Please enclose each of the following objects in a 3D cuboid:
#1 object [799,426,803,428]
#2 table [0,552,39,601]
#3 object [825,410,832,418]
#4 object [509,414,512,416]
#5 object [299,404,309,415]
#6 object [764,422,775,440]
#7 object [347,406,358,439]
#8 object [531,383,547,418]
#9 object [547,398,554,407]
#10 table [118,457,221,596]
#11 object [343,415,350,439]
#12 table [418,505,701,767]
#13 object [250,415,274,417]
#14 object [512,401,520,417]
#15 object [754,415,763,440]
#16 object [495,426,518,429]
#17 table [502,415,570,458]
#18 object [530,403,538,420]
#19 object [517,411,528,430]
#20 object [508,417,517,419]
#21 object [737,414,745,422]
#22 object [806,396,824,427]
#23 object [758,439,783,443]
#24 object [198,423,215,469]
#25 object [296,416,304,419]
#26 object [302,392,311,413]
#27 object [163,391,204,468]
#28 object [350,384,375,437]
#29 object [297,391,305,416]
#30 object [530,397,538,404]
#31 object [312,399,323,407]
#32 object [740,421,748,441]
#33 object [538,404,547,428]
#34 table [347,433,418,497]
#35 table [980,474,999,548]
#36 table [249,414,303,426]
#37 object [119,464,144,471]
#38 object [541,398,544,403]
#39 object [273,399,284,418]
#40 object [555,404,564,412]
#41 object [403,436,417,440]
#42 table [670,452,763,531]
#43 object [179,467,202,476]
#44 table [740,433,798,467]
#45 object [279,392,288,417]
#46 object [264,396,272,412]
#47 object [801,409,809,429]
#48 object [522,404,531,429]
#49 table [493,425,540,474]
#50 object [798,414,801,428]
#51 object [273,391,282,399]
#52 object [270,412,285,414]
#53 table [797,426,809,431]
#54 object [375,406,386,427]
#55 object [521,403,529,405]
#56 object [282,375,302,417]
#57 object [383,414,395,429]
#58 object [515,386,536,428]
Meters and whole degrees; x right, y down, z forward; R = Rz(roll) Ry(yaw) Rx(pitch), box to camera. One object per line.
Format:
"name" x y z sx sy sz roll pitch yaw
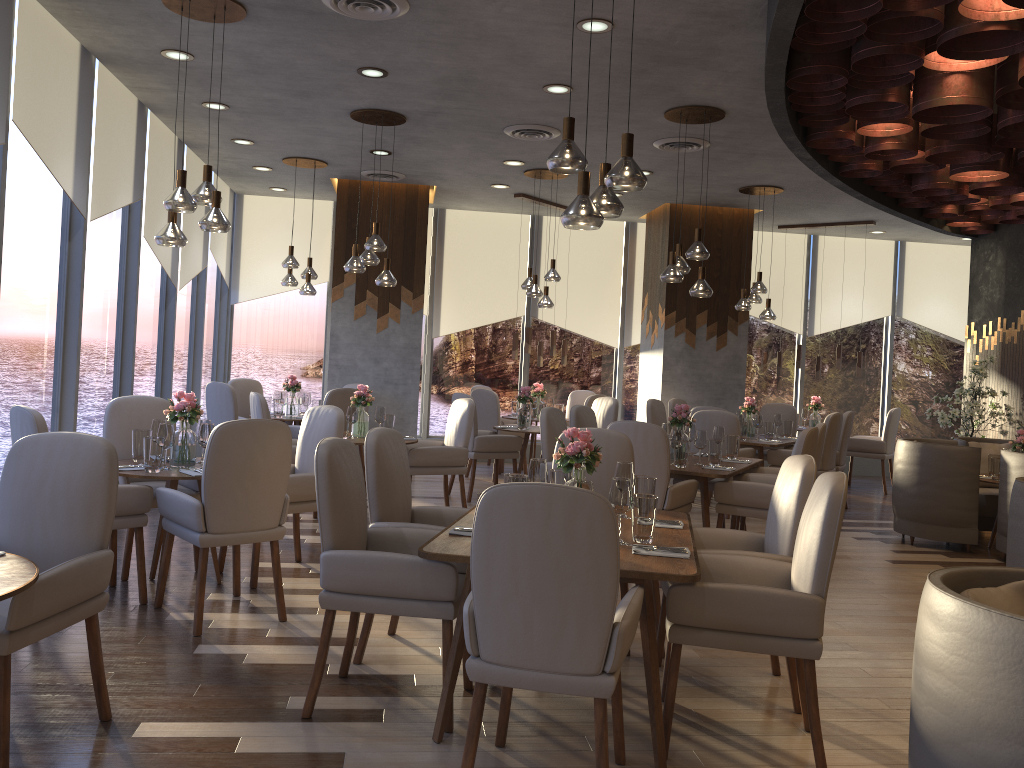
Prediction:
"object" 3.561 0.535 11.128 0.255 0.019 0.157 4 2 35
"table" -1.748 0.855 2.360 0.833 0.662 0.834 3 1 -5
"object" 3.894 0.445 10.901 0.092 0.244 0.092 3 0 -17
"object" 0.090 0.375 10.601 0.255 0.019 0.157 4 2 35
"object" -2.124 0.227 9.049 0.102 0.178 0.102 3 0 19
"object" 2.539 0.467 8.746 0.102 0.178 0.102 3 0 -17
"object" -1.246 0.299 6.901 0.092 0.244 0.092 3 0 -21
"object" 0.309 0.192 10.435 0.210 0.416 0.198 3 0 5
"object" 0.447 0.286 10.370 0.092 0.244 0.092 3 0 42
"table" -1.820 0.781 4.860 0.833 0.662 0.834 3 1 -8
"object" -1.301 0.331 6.805 0.102 0.178 0.102 3 0 32
"table" 0.230 0.918 3.585 0.965 0.666 1.307 3 1 10
"object" -2.401 0.305 8.611 0.157 0.019 0.255 4 2 44
"object" 0.042 0.297 10.443 0.102 0.178 0.102 3 0 31
"object" 2.432 0.429 8.745 0.092 0.244 0.092 3 0 -11
"object" -0.033 0.422 8.689 0.255 0.019 0.157 2 2 -33
"table" 0.279 0.731 10.403 0.834 0.662 0.834 3 1 13
"object" 0.248 0.315 10.157 0.102 0.178 0.102 3 0 -27
"object" 0.099 0.352 8.583 0.102 0.178 0.102 3 0 -27
"object" 0.087 0.385 10.213 0.157 0.019 0.255 4 2 37
"object" 2.236 0.420 8.704 0.092 0.244 0.092 3 0 -5
"object" 3.710 0.353 10.829 0.197 0.416 0.210 3 0 -30
"object" 2.480 0.548 8.588 0.255 0.019 0.157 4 2 37
"object" -1.657 0.337 4.806 0.092 0.244 0.092 3 0 28
"object" -1.989 0.326 8.598 0.255 0.019 0.157 4 2 39
"object" -2.032 0.207 8.757 0.092 0.244 0.092 3 0 -26
"object" -1.800 0.243 4.863 0.210 0.416 0.198 3 0 -10
"object" -1.203 0.210 7.100 0.197 0.416 0.210 3 0 -35
"object" -2.133 0.197 8.940 0.092 0.244 0.092 3 0 23
"object" 0.250 0.279 10.266 0.092 0.244 0.092 3 0 -33
"object" -1.924 0.245 8.753 0.102 0.178 0.102 3 0 -35
"object" 2.233 0.456 8.594 0.102 0.178 0.102 3 0 -26
"object" 0.303 0.321 8.884 0.092 0.244 0.092 3 0 38
"table" -1.173 0.754 6.967 0.834 0.662 0.833 4 1 43
"table" 4.127 1.065 7.194 0.833 0.562 0.834 3 1 -14
"table" -2.197 0.651 8.799 0.833 0.662 0.834 3 1 -21
"object" -2.004 0.436 4.670 0.255 0.019 0.157 1 2 -43
"object" 0.334 0.275 10.568 0.092 0.244 0.092 3 0 1
"object" -2.249 0.235 8.536 0.102 0.178 0.102 3 0 10
"object" 0.555 0.325 10.365 0.102 0.178 0.102 3 0 -5
"object" -0.896 0.425 7.037 0.255 0.019 0.157 2 2 -23
"table" 1.213 0.887 6.456 0.965 0.666 1.306 3 1 26
"object" -1.639 0.455 4.641 0.157 0.019 0.255 1 2 -42
"table" 2.385 0.874 9.026 0.965 0.666 1.306 4 1 34
"object" -2.233 0.200 8.645 0.092 0.244 0.092 3 0 -26
"object" -2.446 0.217 8.832 0.102 0.178 0.102 3 0 4
"object" 3.625 0.430 10.973 0.092 0.244 0.092 3 0 15
"object" 0.138 0.318 8.685 0.092 0.244 0.092 3 0 -13
"table" 0.212 0.774 8.761 0.833 0.662 0.834 2 1 -33
"object" 3.514 0.457 10.970 0.102 0.178 0.102 3 0 41
"object" -2.335 0.190 8.830 0.092 0.244 0.092 3 0 -5
"object" -2.392 0.295 8.988 0.255 0.019 0.157 4 2 38
"table" 3.729 0.889 10.946 0.833 0.662 0.834 3 1 -16
"object" -1.052 0.304 7.071 0.092 0.244 0.092 3 0 -43
"object" 0.153 0.269 10.446 0.092 0.244 0.092 3 0 -30
"object" -2.186 0.113 8.791 0.198 0.416 0.210 3 0 30
"object" -0.999 0.337 7.165 0.102 0.178 0.102 3 0 13
"object" 0.124 0.227 8.866 0.210 0.416 0.197 3 0 40
